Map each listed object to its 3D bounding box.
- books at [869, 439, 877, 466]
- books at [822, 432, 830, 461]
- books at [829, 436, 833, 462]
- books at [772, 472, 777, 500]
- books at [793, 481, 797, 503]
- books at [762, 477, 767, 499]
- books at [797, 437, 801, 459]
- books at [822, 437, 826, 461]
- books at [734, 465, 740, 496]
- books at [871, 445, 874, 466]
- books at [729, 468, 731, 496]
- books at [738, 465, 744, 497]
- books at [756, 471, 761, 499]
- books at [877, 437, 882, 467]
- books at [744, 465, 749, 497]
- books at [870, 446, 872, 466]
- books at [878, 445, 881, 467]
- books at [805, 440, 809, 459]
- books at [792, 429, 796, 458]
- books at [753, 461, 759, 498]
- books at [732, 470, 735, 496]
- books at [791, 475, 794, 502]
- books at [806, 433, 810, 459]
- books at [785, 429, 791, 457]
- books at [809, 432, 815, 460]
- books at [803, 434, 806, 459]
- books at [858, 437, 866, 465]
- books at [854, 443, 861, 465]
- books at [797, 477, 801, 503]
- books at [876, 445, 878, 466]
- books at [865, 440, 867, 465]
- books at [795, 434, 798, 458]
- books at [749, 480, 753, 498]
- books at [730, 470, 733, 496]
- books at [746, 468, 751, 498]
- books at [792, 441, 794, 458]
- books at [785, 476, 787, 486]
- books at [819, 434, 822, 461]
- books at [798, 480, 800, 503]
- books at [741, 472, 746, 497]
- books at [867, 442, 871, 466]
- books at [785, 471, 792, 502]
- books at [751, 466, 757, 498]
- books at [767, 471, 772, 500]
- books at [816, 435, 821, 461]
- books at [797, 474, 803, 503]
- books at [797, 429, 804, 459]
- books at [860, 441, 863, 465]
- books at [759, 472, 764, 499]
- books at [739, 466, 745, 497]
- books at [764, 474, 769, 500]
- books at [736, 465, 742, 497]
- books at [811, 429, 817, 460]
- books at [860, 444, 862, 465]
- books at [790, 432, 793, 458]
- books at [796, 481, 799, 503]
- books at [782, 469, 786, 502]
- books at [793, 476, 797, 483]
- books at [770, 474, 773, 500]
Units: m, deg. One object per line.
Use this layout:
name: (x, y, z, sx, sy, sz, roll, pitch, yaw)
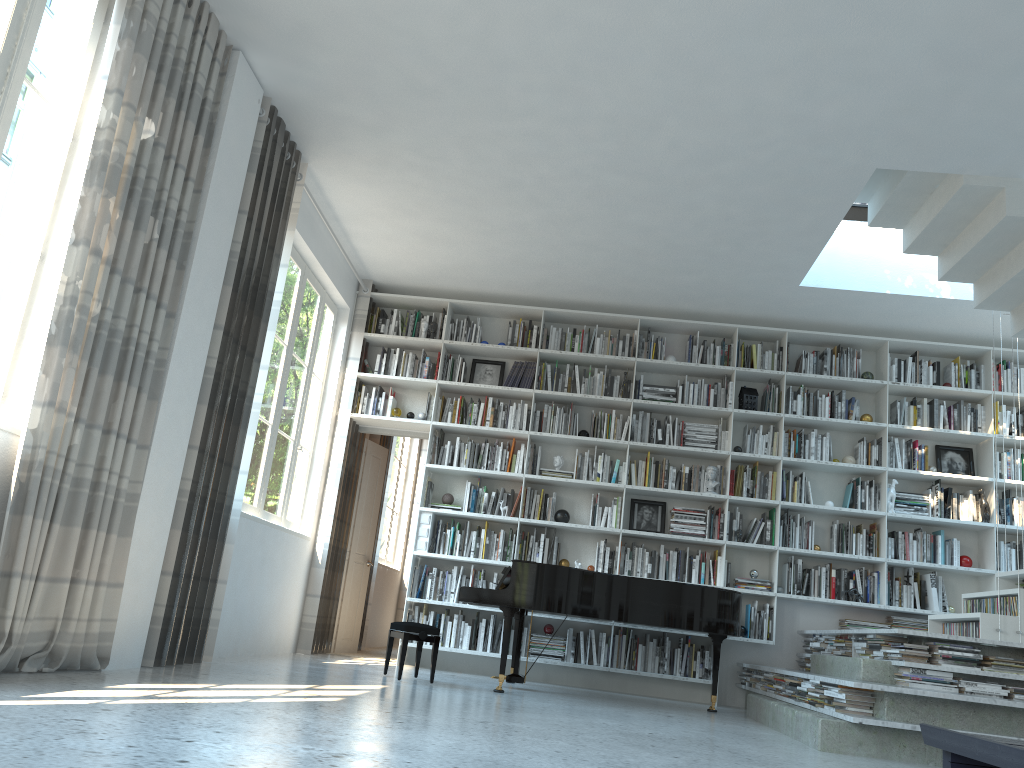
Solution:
books: (3.026, 0.605, 7.451, 0.016, 0.256, 0.176, 6, -15, 5)
books: (2.641, 0.559, 7.484, 0.024, 0.271, 0.170, 6, -15, 5)
books: (2.679, 0.578, 7.501, 0.034, 0.253, 0.161, 6, -15, 5)
books: (2.188, 0.881, 7.453, 0.033, 0.268, 0.142, 6, -15, 5)
books: (2.342, 0.923, 7.393, 0.017, 0.191, 0.192, 6, -15, 5)
books: (2.096, 0.896, 7.427, 0.034, 0.204, 0.182, 6, -15, 5)
books: (2.416, 0.570, 7.515, 0.026, 0.215, 0.162, 6, -15, 5)
books: (2.616, 0.579, 7.493, 0.021, 0.231, 0.183, 6, -15, 5)
books: (1.885, 0.836, 7.468, 0.035, 0.292, 0.145, 6, -15, 5)
books: (3.009, 0.633, 7.455, 0.013, 0.201, 0.174, 6, -15, 5)
books: (1.823, 0.852, 7.484, 0.015, 0.254, 0.151, 6, -15, 5)
books: (1.910, 0.837, 7.461, 0.035, 0.292, 0.145, 6, -15, 5)
books: (2.052, 0.873, 7.454, 0.033, 0.252, 0.175, 6, -15, 5)
books: (3.074, 0.598, 7.446, 0.005, 0.277, 0.183, 6, -15, 5)
books: (1.960, 0.842, 7.460, 0.019, 0.293, 0.164, 6, -15, 5)
books: (2.998, 0.632, 7.468, 0.012, 0.206, 0.138, 6, -15, 5)
books: (3.062, 0.634, 7.444, 0.012, 0.205, 0.170, 6, -15, 5)
books: (2.475, 0.585, 7.502, 0.025, 0.193, 0.171, 6, -15, 5)
books: (2.388, 0.539, 7.543, 0.014, 0.283, 0.136, 6, -15, 5)
books: (2.039, 0.830, 7.463, 0.021, 0.336, 0.170, 6, -15, 5)
books: (1.855, 0.862, 7.490, 0.013, 0.246, 0.177, 6, -15, 5)
books: (2.333, 0.899, 7.432, 0.013, 0.255, 0.145, 6, -15, 5)
books: (2.497, 0.558, 7.514, 0.011, 0.256, 0.131, 6, -15, 5)
books: (2.339, 0.533, 7.535, 0.014, 0.277, 0.154, 6, -15, 5)
books: (2.517, 0.550, 7.489, 0.030, 0.262, 0.182, 6, -15, 5)
books: (2.454, 0.559, 7.501, 0.022, 0.237, 0.165, 6, -15, 5)
books: (2.943, 0.593, 7.463, 0.015, 0.266, 0.164, 6, -15, 5)
books: (2.910, 0.617, 7.478, 0.015, 0.219, 0.140, 6, -15, 5)
books: (2.392, 0.911, 7.425, 0.017, 0.242, 0.133, 6, -15, 5)
books: (3.037, 0.631, 7.442, 0.013, 0.204, 0.174, 6, -15, 5)
books: (2.958, 0.609, 7.470, 0.016, 0.243, 0.152, 6, -15, 5)
books: (2.398, 0.557, 7.517, 0.013, 0.235, 0.158, 6, -15, 5)
books: (1.999, 0.907, 7.466, 0.030, 0.180, 0.132, 6, -15, 5)
books: (1.839, 0.859, 7.480, 0.014, 0.243, 0.145, 6, -15, 5)
books: (1.980, 0.858, 7.478, 0.035, 0.277, 0.139, 6, -15, 5)
books: (2.364, 0.583, 7.516, 0.021, 0.178, 0.137, 6, -15, 5)
books: (2.282, 0.902, 7.441, 0.007, 0.243, 0.146, 6, -15, 5)
books: (2.597, 0.567, 7.512, 0.024, 0.261, 0.134, 6, -15, 5)
books: (2.378, 0.922, 7.410, 0.007, 0.211, 0.158, 6, -15, 5)
books: (1.939, 0.871, 7.456, 0.015, 0.231, 0.180, 6, -15, 5)
books: (2.985, 0.619, 7.467, 0.016, 0.227, 0.160, 6, -15, 5)
books: (2.305, 0.878, 7.410, 0.013, 0.278, 0.192, 6, -15, 5)
books: (2.023, 0.845, 7.441, 0.019, 0.292, 0.182, 6, -15, 5)
books: (2.149, 0.875, 7.445, 0.032, 0.265, 0.143, 6, -15, 5)
books: (2.570, 0.567, 7.493, 0.025, 0.244, 0.184, 6, -15, 5)
books: (2.405, 0.897, 7.418, 0.006, 0.269, 0.179, 6, -15, 5)
books: (2.438, 0.535, 7.502, 0.014, 0.279, 0.178, 6, -15, 5)
books: (2.929, 0.612, 7.472, 0.012, 0.231, 0.154, 6, -15, 5)
books: (2.073, 0.874, 7.427, 0.027, 0.241, 0.189, 6, -15, 5)
books: (1.924, 0.842, 7.475, 0.035, 0.292, 0.145, 6, -15, 5)
books: (2.124, 0.887, 7.448, 0.028, 0.239, 0.146, 6, -15, 5)
books: (1.899, 0.840, 7.477, 0.035, 0.292, 0.145, 6, -15, 5)
books: (2.548, 0.545, 7.516, 0.027, 0.294, 0.160, 6, -15, 5)
books: (2.919, 0.624, 7.471, 0.005, 0.204, 0.154, 6, -15, 5)
books: (2.350, 0.545, 7.514, 0.014, 0.247, 0.177, 6, -15, 5)
books: (2.368, 0.924, 7.419, 0.014, 0.208, 0.157, 6, -15, 5)
books: (2.262, 0.874, 7.430, 0.035, 0.287, 0.192, 6, -15, 5)
books: (2.359, 0.907, 7.424, 0.008, 0.242, 0.169, 6, -15, 5)
books: (2.168, 0.890, 7.455, 0.019, 0.247, 0.149, 6, -15, 5)
